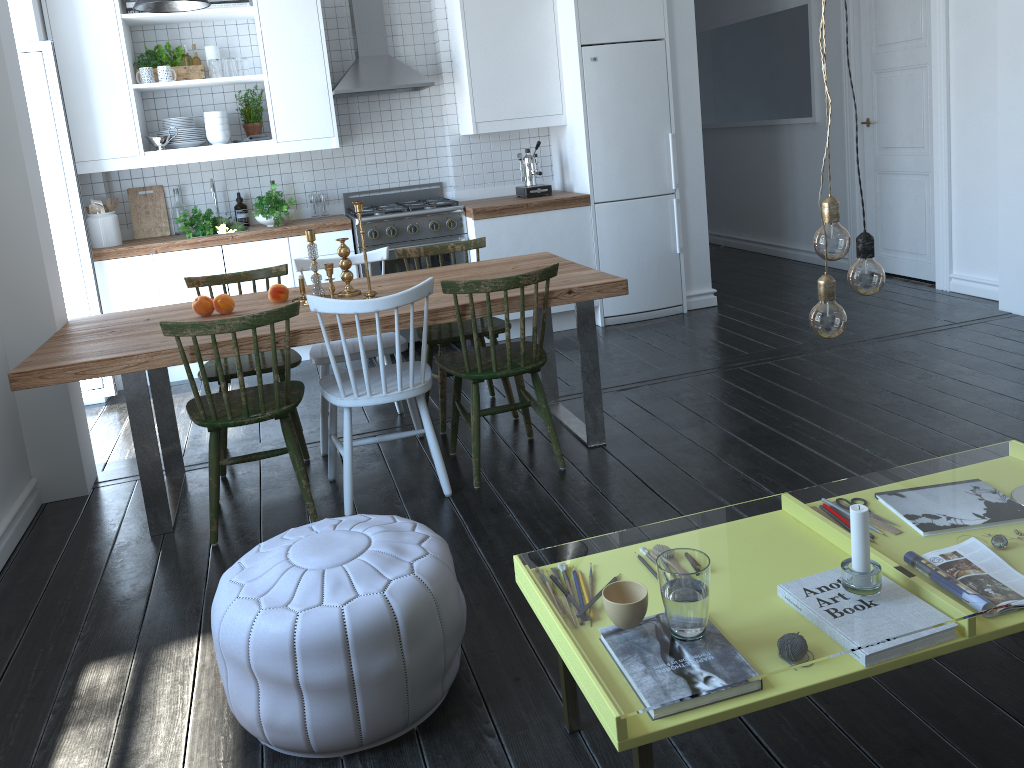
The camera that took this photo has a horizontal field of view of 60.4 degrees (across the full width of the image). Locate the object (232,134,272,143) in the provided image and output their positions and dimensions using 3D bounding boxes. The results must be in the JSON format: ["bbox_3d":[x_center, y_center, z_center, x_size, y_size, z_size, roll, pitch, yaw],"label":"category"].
[{"bbox_3d":[-1.649,-1.571,5.636,0.247,0.041,0.282,-12,17,-21],"label":"object"}]

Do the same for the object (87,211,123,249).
[{"bbox_3d":[-2.493,-0.944,5.386,0.174,0.204,0.177,-8,13,-10],"label":"object"}]

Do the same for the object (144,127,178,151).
[{"bbox_3d":[-2.145,-1.498,5.393,0.210,0.132,0.104,-6,12,-3],"label":"object"}]

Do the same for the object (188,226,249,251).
[{"bbox_3d":[-1.861,-0.915,5.614,0.373,0.109,0.361,-10,16,-14],"label":"object"}]

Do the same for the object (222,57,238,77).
[{"bbox_3d":[-1.748,-1.957,5.450,0.086,0.117,0.088,-4,12,8],"label":"object"}]

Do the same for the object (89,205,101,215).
[{"bbox_3d":[-2.525,-0.960,5.344,0.055,0.257,0.150,-14,14,-39],"label":"object"}]

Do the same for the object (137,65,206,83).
[{"bbox_3d":[-2.141,-1.940,5.556,0.394,0.101,0.156,-10,15,-15],"label":"object"}]

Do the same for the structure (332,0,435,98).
[{"bbox_3d":[-0.932,-2.541,5.669,0.636,1.277,0.538,-9,11,-14],"label":"structure"}]

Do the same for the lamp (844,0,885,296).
[{"bbox_3d":[0.667,-0.905,1.729,0.086,1.466,0.076,1,12,36],"label":"lamp"}]

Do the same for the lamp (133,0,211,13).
[{"bbox_3d":[-2.859,-1.497,4.389,2.712,2.459,0.500,-9,11,-15],"label":"lamp"}]

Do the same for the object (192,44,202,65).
[{"bbox_3d":[-2.009,-2.046,5.611,0.056,0.229,0.057,-8,11,-12],"label":"object"}]

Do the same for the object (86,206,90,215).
[{"bbox_3d":[-2.525,-0.962,5.369,0.117,0.246,0.062,-3,11,15],"label":"object"}]

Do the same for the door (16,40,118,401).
[{"bbox_3d":[-2.681,-0.854,4.893,0.590,1.984,0.106,-10,11,-21],"label":"door"}]

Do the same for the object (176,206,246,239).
[{"bbox_3d":[-1.879,-0.979,5.530,0.477,0.301,0.286,-19,18,-41],"label":"object"}]

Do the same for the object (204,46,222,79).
[{"bbox_3d":[-1.906,-2.045,5.633,0.085,0.217,0.086,-7,11,-7],"label":"object"}]

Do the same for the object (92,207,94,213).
[{"bbox_3d":[-2.514,-0.976,5.416,0.119,0.245,0.034,-9,10,-15],"label":"object"}]

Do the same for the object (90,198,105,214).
[{"bbox_3d":[-2.502,-0.990,5.388,0.065,0.284,0.142,-15,14,-40],"label":"object"}]

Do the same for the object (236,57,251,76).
[{"bbox_3d":[-1.689,-1.983,5.521,0.086,0.117,0.087,6,17,43],"label":"object"}]

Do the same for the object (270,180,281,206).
[{"bbox_3d":[-1.573,-1.212,5.852,0.067,0.277,0.067,-10,11,-19],"label":"object"}]

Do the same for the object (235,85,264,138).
[{"bbox_3d":[-1.692,-1.761,5.739,0.165,0.358,0.175,-1,12,22],"label":"object"}]

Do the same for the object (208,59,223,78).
[{"bbox_3d":[-1.834,-1.946,5.443,0.086,0.117,0.088,-4,12,8],"label":"object"}]

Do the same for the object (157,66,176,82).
[{"bbox_3d":[-2.109,-1.892,5.388,0.109,0.098,0.084,-12,14,-25],"label":"object"}]

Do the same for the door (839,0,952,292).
[{"bbox_3d":[2.674,-1.936,6.110,0.116,2.423,1.060,-8,11,-14],"label":"door"}]

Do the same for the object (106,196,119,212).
[{"bbox_3d":[-2.475,-1.004,5.423,0.132,0.290,0.057,-14,13,-35],"label":"object"}]

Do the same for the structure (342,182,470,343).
[{"bbox_3d":[-0.684,-0.794,5.895,0.703,0.998,0.736,-9,13,-14],"label":"structure"}]

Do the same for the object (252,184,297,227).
[{"bbox_3d":[-1.531,-1.143,5.631,0.274,0.263,0.343,-12,15,-24],"label":"object"}]

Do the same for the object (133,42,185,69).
[{"bbox_3d":[-2.222,-2.010,5.522,0.350,0.249,0.166,-12,13,-24],"label":"object"}]

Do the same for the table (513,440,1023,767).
[{"bbox_3d":[0.774,0.535,1.920,1.407,0.391,0.613,-10,15,-15],"label":"table"}]

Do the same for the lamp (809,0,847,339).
[{"bbox_3d":[0.582,-0.815,1.703,0.074,1.466,0.091,-4,10,9],"label":"lamp"}]

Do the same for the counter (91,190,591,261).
[{"bbox_3d":[-1.091,-1.026,5.675,3.113,0.072,0.864,-10,17,-15],"label":"counter"}]

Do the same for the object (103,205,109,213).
[{"bbox_3d":[-2.482,-0.982,5.427,0.115,0.242,0.051,3,14,40],"label":"object"}]

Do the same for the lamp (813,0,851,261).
[{"bbox_3d":[0.594,-0.975,1.709,0.074,1.466,0.076,0,12,32],"label":"lamp"}]

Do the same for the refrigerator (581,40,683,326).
[{"bbox_3d":[0.720,-1.369,6.019,0.579,1.764,0.693,-9,11,-14],"label":"refrigerator"}]

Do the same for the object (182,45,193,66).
[{"bbox_3d":[-2.045,-2.023,5.558,0.060,0.220,0.060,-12,12,-31],"label":"object"}]

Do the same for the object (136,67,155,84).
[{"bbox_3d":[-2.232,-1.875,5.371,0.109,0.098,0.084,7,18,43],"label":"object"}]

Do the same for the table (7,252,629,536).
[{"bbox_3d":[-0.709,-0.008,3.738,2.236,0.701,1.039,-10,15,-15],"label":"table"}]
